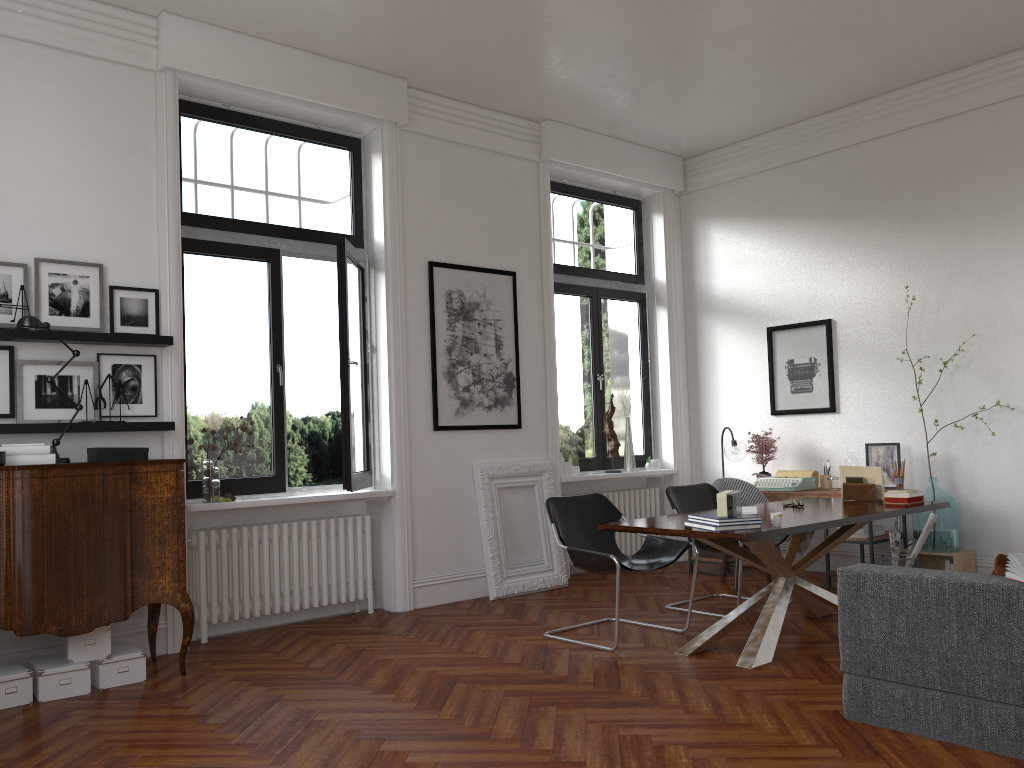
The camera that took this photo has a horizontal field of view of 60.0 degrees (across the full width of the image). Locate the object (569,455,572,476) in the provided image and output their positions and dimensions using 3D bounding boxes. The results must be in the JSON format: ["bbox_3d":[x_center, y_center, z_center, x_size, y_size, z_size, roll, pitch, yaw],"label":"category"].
[{"bbox_3d":[0.507,0.729,7.931,0.051,0.188,0.051,-2,-2,-5],"label":"object"}]

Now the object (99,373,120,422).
[{"bbox_3d":[-2.393,0.086,5.269,0.118,0.298,0.040,0,-3,-40],"label":"object"}]

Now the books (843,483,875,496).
[{"bbox_3d":[2.350,0.732,6.010,0.028,0.124,0.221,0,-4,-40],"label":"books"}]

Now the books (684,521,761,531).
[{"bbox_3d":[1.103,0.741,4.671,0.264,0.027,0.348,-1,-4,-15],"label":"books"}]

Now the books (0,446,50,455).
[{"bbox_3d":[-2.620,0.355,4.717,0.239,0.044,0.255,1,-5,-40],"label":"books"}]

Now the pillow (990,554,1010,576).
[{"bbox_3d":[2.136,0.836,3.580,0.470,0.396,0.330,-2,-3,-3],"label":"pillow"}]

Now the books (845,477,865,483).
[{"bbox_3d":[2.357,0.714,6.073,0.041,0.157,0.128,0,-3,-40],"label":"books"}]

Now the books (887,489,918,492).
[{"bbox_3d":[2.555,0.699,5.797,0.159,0.008,0.128,1,-5,-39],"label":"books"}]

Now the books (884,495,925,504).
[{"bbox_3d":[2.552,0.750,5.769,0.215,0.040,0.159,1,-4,-38],"label":"books"}]

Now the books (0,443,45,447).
[{"bbox_3d":[-2.610,0.325,4.699,0.200,0.014,0.179,1,-5,-40],"label":"books"}]

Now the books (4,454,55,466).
[{"bbox_3d":[-2.615,0.405,4.710,0.294,0.057,0.230,1,-5,-40],"label":"books"}]

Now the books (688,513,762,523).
[{"bbox_3d":[1.116,0.701,4.668,0.250,0.017,0.345,-1,-4,-15],"label":"books"}]

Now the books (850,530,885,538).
[{"bbox_3d":[2.717,1.160,6.892,0.309,0.038,0.226,1,-5,-41],"label":"books"}]

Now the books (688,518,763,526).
[{"bbox_3d":[1.116,0.718,4.667,0.250,0.017,0.345,-1,-4,-15],"label":"books"}]

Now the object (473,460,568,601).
[{"bbox_3d":[0.086,1.172,7.256,0.830,1.061,0.234,0,-3,-40],"label":"object"}]

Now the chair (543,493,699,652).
[{"bbox_3d":[0.650,1.142,5.559,0.752,0.872,0.746,0,-4,-40],"label":"chair"}]

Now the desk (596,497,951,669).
[{"bbox_3d":[1.668,1.153,5.376,2.226,0.750,1.031,1,-4,-40],"label":"desk"}]

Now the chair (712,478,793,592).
[{"bbox_3d":[1.901,1.188,7.101,0.717,0.899,0.547,-5,-4,42],"label":"chair"}]

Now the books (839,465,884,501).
[{"bbox_3d":[2.401,0.679,6.086,0.043,0.239,0.310,0,-4,-40],"label":"books"}]

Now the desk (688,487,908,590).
[{"bbox_3d":[2.343,1.270,7.494,0.647,0.757,1.800,0,-4,-40],"label":"desk"}]

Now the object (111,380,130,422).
[{"bbox_3d":[-2.357,0.107,5.334,0.110,0.262,0.040,0,-3,-40],"label":"object"}]

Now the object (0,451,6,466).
[{"bbox_3d":[-2.594,0.379,4.458,0.091,0.077,0.091,-3,-3,23],"label":"object"}]

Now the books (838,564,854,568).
[{"bbox_3d":[2.716,1.429,6.922,0.268,0.014,0.196,0,-4,-29],"label":"books"}]

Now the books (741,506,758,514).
[{"bbox_3d":[1.408,0.786,5.499,0.231,0.026,0.326,-3,-4,15],"label":"books"}]

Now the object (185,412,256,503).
[{"bbox_3d":[-1.912,0.486,5.948,0.317,0.599,0.542,-3,-3,20],"label":"object"}]

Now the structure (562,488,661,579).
[{"bbox_3d":[0.898,1.407,8.364,1.453,0.777,0.225,1,-4,-40],"label":"structure"}]

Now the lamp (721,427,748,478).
[{"bbox_3d":[1.972,0.663,8.046,0.207,0.549,0.442,-1,-3,-17],"label":"lamp"}]

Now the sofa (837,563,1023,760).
[{"bbox_3d":[2.815,1.049,4.230,2.645,0.828,1.263,1,-4,-40],"label":"sofa"}]

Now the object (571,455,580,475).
[{"bbox_3d":[0.571,0.736,8.048,0.097,0.185,0.099,-1,-3,-18],"label":"object"}]

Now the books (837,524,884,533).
[{"bbox_3d":[2.718,1.125,6.905,0.309,0.038,0.226,1,-5,-40],"label":"books"}]

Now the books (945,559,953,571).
[{"bbox_3d":[3.264,1.426,6.573,0.187,0.257,0.054,0,-3,-40],"label":"books"}]

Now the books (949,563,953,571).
[{"bbox_3d":[3.279,1.436,6.544,0.170,0.232,0.012,0,-3,-40],"label":"books"}]

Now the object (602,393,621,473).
[{"bbox_3d":[0.930,0.459,8.291,0.165,0.753,0.143,-2,-2,2],"label":"object"}]

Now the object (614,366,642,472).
[{"bbox_3d":[1.153,0.311,8.457,0.296,1.053,0.290,0,-3,-37],"label":"object"}]

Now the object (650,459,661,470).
[{"bbox_3d":[1.406,0.796,8.771,0.132,0.097,0.134,-3,-3,20],"label":"object"}]

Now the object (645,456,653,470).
[{"bbox_3d":[1.328,0.770,8.597,0.072,0.134,0.072,-1,-3,-15],"label":"object"}]

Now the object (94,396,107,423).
[{"bbox_3d":[-2.413,0.151,5.200,0.066,0.160,0.040,0,-3,-40],"label":"object"}]

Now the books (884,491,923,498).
[{"bbox_3d":[2.554,0.717,5.780,0.207,0.028,0.164,1,-5,-42],"label":"books"}]

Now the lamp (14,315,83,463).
[{"bbox_3d":[-2.536,0.043,4.893,0.174,0.802,0.491,-3,-3,14],"label":"lamp"}]

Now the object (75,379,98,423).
[{"bbox_3d":[-2.485,0.102,5.178,0.124,0.260,0.040,0,-3,-40],"label":"object"}]

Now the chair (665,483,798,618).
[{"bbox_3d":[1.547,1.158,6.320,0.752,0.872,0.746,0,-4,-40],"label":"chair"}]

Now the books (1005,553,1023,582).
[{"bbox_3d":[2.012,0.687,3.286,0.225,0.096,0.279,-2,-3,2],"label":"books"}]

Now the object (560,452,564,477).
[{"bbox_3d":[0.441,0.718,7.906,0.051,0.213,0.051,-2,-2,-5],"label":"object"}]

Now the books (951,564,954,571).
[{"bbox_3d":[3.287,1.435,6.534,0.170,0.232,0.012,0,-3,-40],"label":"books"}]

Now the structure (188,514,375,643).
[{"bbox_3d":[-1.598,1.361,6.248,1.453,0.777,0.225,1,-4,-40],"label":"structure"}]
